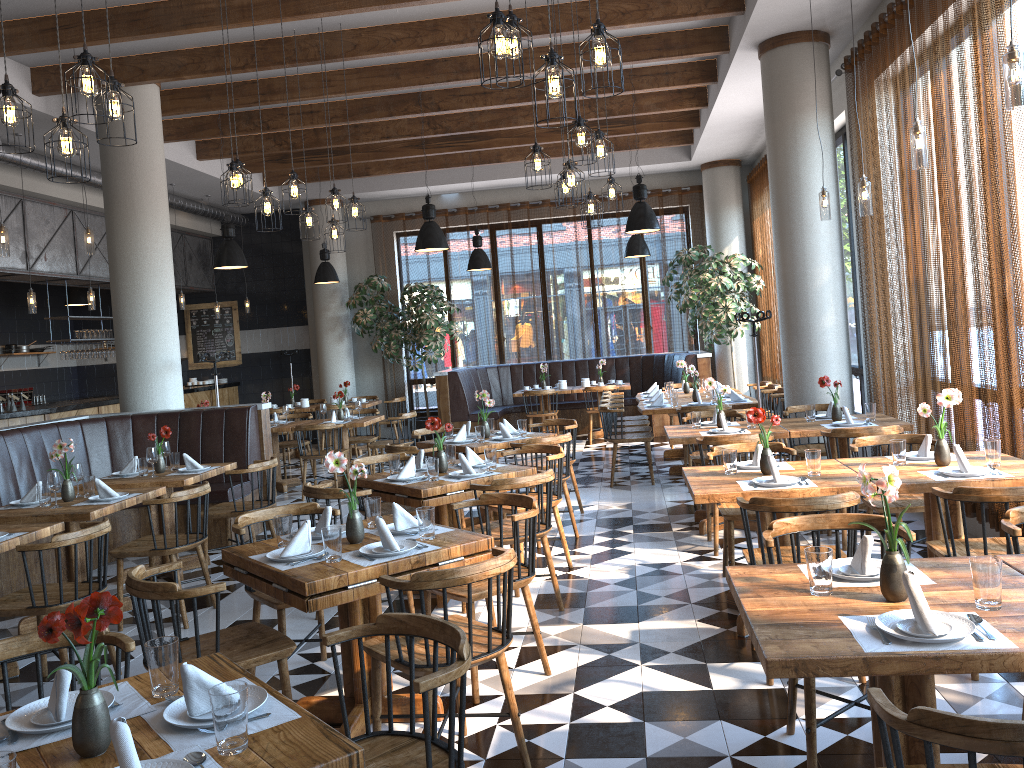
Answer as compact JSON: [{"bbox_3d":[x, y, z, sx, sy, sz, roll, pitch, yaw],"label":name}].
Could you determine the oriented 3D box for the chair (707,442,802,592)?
[{"bbox_3d":[1.464,0.792,5.300,0.519,0.817,0.550,-4,1,7],"label":"chair"}]

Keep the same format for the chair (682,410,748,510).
[{"bbox_3d":[1.734,0.657,7.485,0.519,0.817,0.550,-4,1,7],"label":"chair"}]

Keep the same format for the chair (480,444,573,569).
[{"bbox_3d":[0.099,0.856,6.019,0.551,0.817,0.519,-5,2,-38],"label":"chair"}]

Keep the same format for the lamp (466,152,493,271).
[{"bbox_3d":[-0.542,-2.589,12.903,0.390,1.864,0.391,-4,1,10],"label":"lamp"}]

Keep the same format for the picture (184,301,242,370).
[{"bbox_3d":[-5.229,-0.848,15.490,0.980,1.142,0.021,-4,1,7],"label":"picture"}]

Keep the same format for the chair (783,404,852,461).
[{"bbox_3d":[2.569,0.600,7.381,0.519,0.817,0.550,-4,1,7],"label":"chair"}]

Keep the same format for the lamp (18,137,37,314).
[{"bbox_3d":[-5.066,-1.713,9.222,0.078,1.963,0.078,-4,1,39],"label":"lamp"}]

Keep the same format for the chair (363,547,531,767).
[{"bbox_3d":[-0.242,1.026,3.269,0.520,0.817,0.549,-5,2,-38],"label":"chair"}]

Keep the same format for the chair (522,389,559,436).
[{"bbox_3d":[0.434,0.481,12.658,0.519,0.817,0.550,-4,1,7],"label":"chair"}]

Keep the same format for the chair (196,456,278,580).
[{"bbox_3d":[-2.001,0.983,6.587,0.549,0.817,0.520,-4,1,7],"label":"chair"}]

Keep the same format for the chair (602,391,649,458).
[{"bbox_3d":[1.417,0.497,10.966,0.549,0.817,0.520,-4,1,7],"label":"chair"}]

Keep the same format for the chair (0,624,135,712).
[{"bbox_3d":[-1.264,1.148,2.410,0.520,0.817,0.549,-5,2,-38],"label":"chair"}]

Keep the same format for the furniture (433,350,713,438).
[{"bbox_3d":[0.994,0.213,13.775,4.036,1.150,1.920,-4,2,7],"label":"furniture"}]

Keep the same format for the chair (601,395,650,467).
[{"bbox_3d":[1.346,0.532,10.394,0.549,0.817,0.520,-4,1,7],"label":"chair"}]

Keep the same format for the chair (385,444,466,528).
[{"bbox_3d":[-0.695,0.863,7.013,0.551,0.817,0.519,-5,2,-38],"label":"chair"}]

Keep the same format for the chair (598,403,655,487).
[{"bbox_3d":[1.189,0.611,9.123,0.549,0.817,0.520,-4,1,7],"label":"chair"}]

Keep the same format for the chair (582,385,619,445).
[{"bbox_3d":[1.284,0.423,12.552,0.519,0.817,0.550,-4,1,7],"label":"chair"}]

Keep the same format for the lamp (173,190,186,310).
[{"bbox_3d":[-4.682,-2.018,12.393,0.078,1.963,0.078,-4,1,15],"label":"lamp"}]

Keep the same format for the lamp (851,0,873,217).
[{"bbox_3d":[2.225,-2.070,5.739,0.078,1.963,0.078,-5,1,-43],"label":"lamp"}]

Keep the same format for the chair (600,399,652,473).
[{"bbox_3d":[1.266,0.572,9.748,0.549,0.817,0.520,-4,1,7],"label":"chair"}]

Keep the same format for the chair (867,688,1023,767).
[{"bbox_3d":[1.039,1.005,1.866,0.519,0.817,0.550,-4,1,7],"label":"chair"}]

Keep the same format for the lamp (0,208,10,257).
[{"bbox_3d":[-3.921,-1.943,6.706,0.078,1.963,0.078,-5,1,-43],"label":"lamp"}]

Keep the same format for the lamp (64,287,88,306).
[{"bbox_3d":[-6.787,-1.694,13.776,0.391,0.937,0.390,-5,1,-40],"label":"lamp"}]

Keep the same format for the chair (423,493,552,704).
[{"bbox_3d":[-0.130,0.970,4.174,0.551,0.817,0.519,-5,2,-38],"label":"chair"}]

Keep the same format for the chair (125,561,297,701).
[{"bbox_3d":[-1.144,1.088,3.382,0.551,0.817,0.519,-5,2,-38],"label":"chair"}]

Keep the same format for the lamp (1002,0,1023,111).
[{"bbox_3d":[1.941,-2.080,3.525,0.078,1.963,0.078,-4,1,-3],"label":"lamp"}]

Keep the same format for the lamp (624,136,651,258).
[{"bbox_3d":[1.718,-2.743,12.620,0.390,1.864,0.391,-4,1,20],"label":"lamp"}]

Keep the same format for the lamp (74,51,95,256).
[{"bbox_3d":[-3.793,-2.116,7.805,0.078,1.963,0.078,-4,1,-17],"label":"lamp"}]

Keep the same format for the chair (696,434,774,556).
[{"bbox_3d":[1.574,0.737,6.190,0.519,0.817,0.550,-4,1,7],"label":"chair"}]

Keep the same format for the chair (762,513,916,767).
[{"bbox_3d":[1.200,0.924,3.161,0.519,0.817,0.550,-4,1,7],"label":"chair"}]

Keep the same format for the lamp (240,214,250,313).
[{"bbox_3d":[-4.414,-2.145,14.558,0.078,1.963,0.078,-4,1,39],"label":"lamp"}]

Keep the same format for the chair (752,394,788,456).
[{"bbox_3d":[2.686,0.509,8.942,0.549,0.817,0.520,-4,1,7],"label":"chair"}]

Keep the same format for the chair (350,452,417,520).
[{"bbox_3d":[-0.804,0.918,6.132,0.520,0.817,0.549,-5,2,-38],"label":"chair"}]

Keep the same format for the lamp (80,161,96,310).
[{"bbox_3d":[-4.941,-1.836,10.265,0.078,1.963,0.078,-4,1,-7],"label":"lamp"}]

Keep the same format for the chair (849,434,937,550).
[{"bbox_3d":[2.299,0.735,5.196,0.519,0.817,0.550,-4,1,7],"label":"chair"}]

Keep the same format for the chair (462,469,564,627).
[{"bbox_3d":[-0.014,0.912,5.115,0.520,0.817,0.549,-5,2,-38],"label":"chair"}]

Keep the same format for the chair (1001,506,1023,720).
[{"bbox_3d":[2.035,0.868,3.057,0.519,0.817,0.550,-4,1,7],"label":"chair"}]

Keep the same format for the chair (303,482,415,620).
[{"bbox_3d":[-0.916,0.974,5.228,0.551,0.817,0.519,-5,2,-38],"label":"chair"}]

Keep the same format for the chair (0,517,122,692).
[{"bbox_3d":[-2.271,1.119,4.400,0.549,0.817,0.520,-4,1,7],"label":"chair"}]

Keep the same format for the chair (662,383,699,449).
[{"bbox_3d":[2.218,0.415,11.380,0.519,0.817,0.550,-4,1,7],"label":"chair"}]

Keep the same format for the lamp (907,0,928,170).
[{"bbox_3d":[2.085,-2.117,4.674,0.078,1.963,0.078,-4,1,15],"label":"lamp"}]

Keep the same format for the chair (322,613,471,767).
[{"bbox_3d":[-0.362,1.087,2.297,0.551,0.817,0.519,-5,2,-38],"label":"chair"}]

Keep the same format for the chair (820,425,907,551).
[{"bbox_3d":[2.409,0.680,6.085,0.519,0.817,0.550,-4,1,7],"label":"chair"}]

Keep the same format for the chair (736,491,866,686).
[{"bbox_3d":[1.304,0.872,4.005,0.519,0.817,0.550,-4,1,7],"label":"chair"}]

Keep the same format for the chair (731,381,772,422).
[{"bbox_3d":[2.913,0.395,10.785,0.549,0.817,0.520,-4,1,7],"label":"chair"}]

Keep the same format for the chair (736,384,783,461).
[{"bbox_3d":[2.840,0.431,10.194,0.549,0.817,0.520,-4,1,7],"label":"chair"}]

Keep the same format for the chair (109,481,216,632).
[{"bbox_3d":[-2.136,1.051,5.493,0.549,0.817,0.520,-4,1,7],"label":"chair"}]

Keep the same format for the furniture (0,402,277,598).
[{"bbox_3d":[-3.549,1.010,5.094,1.917,1.149,6.597,-4,3,7],"label":"furniture"}]

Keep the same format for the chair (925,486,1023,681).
[{"bbox_3d":[2.139,0.815,3.900,0.519,0.817,0.550,-4,1,7],"label":"chair"}]

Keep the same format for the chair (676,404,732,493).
[{"bbox_3d":[1.864,0.593,8.515,0.519,0.817,0.550,-4,1,7],"label":"chair"}]

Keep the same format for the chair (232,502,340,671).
[{"bbox_3d":[-1.032,1.032,4.287,0.520,0.817,0.549,-5,2,-38],"label":"chair"}]

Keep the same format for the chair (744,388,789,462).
[{"bbox_3d":[2.761,0.471,9.549,0.549,0.817,0.520,-4,1,7],"label":"chair"}]

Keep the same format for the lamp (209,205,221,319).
[{"bbox_3d":[-4.542,-1.971,13.459,0.078,1.963,0.078,-4,1,36],"label":"lamp"}]
